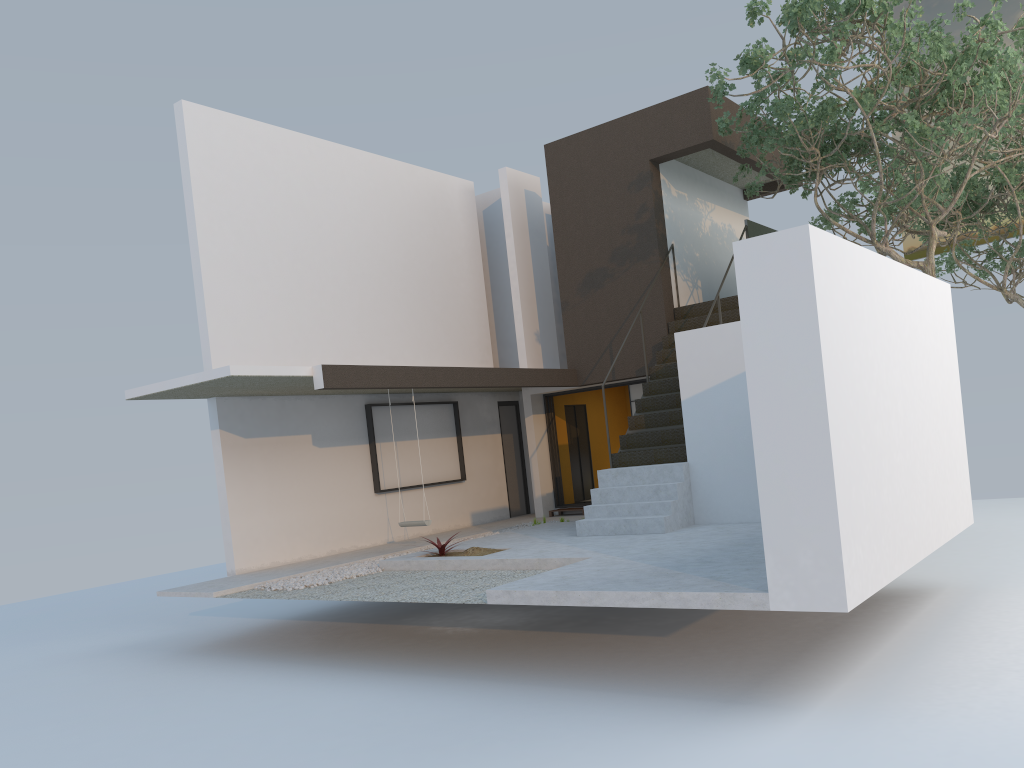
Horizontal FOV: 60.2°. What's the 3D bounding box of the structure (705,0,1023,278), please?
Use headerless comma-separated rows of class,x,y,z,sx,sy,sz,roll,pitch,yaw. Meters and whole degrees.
structure,4.688,-2.738,10.469,4.347,3.703,5.734,-7,-3,17

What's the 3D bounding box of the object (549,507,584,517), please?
object,0.992,2.093,14.460,0.707,0.101,0.348,-9,-5,37

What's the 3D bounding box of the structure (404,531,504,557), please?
structure,-0.626,1.852,9.997,1.210,0.292,0.743,-9,-5,37

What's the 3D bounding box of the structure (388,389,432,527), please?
structure,-1.328,0.880,11.199,0.464,1.869,0.128,-6,1,37

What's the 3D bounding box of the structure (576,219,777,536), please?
structure,2.970,-0.258,12.623,1.164,3.950,6.520,-6,-2,37

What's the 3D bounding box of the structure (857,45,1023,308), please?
structure,9.081,-2.964,15.365,5.525,4.707,7.288,-7,-3,17
